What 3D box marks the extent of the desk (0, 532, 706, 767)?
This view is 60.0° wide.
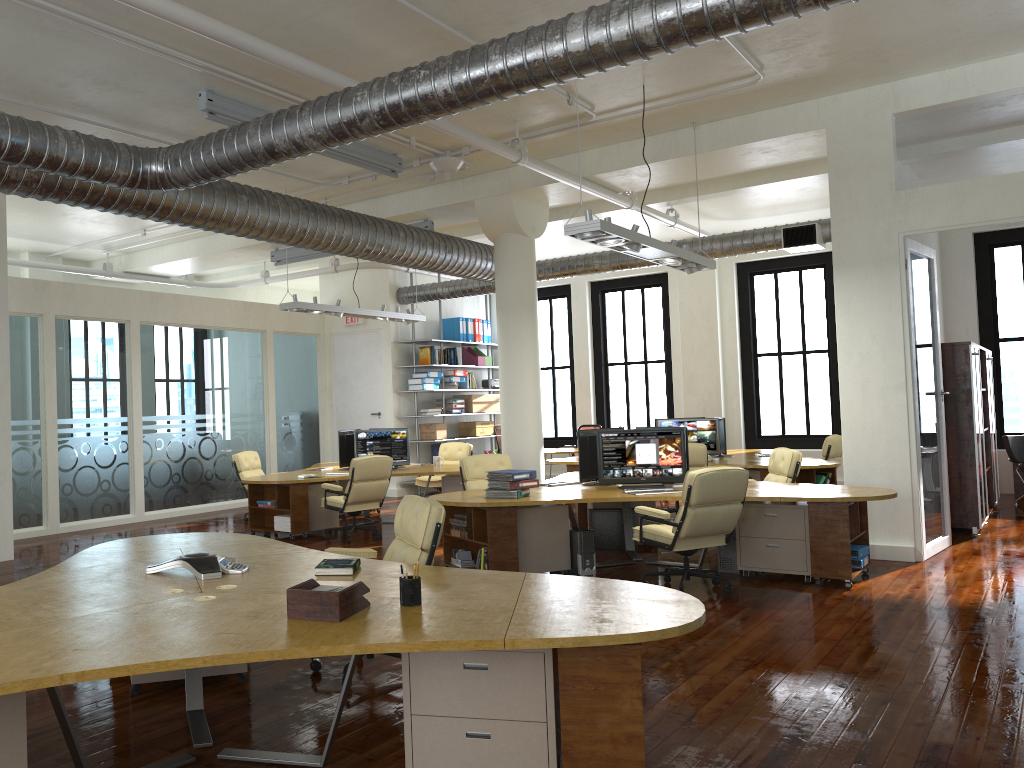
[{"bbox_3d":[-1.007,1.302,3.938,3.664,0.734,3.719,-2,-2,10],"label":"desk"}]

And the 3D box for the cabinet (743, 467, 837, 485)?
[{"bbox_3d":[3.344,1.355,11.023,0.834,0.709,0.943,-1,-2,-21],"label":"cabinet"}]

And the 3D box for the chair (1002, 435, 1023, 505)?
[{"bbox_3d":[7.067,1.135,11.698,0.734,0.937,0.846,-1,-2,-26],"label":"chair"}]

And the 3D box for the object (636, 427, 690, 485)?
[{"bbox_3d":[1.474,0.696,8.702,0.273,0.552,0.859,-1,-2,-25],"label":"object"}]

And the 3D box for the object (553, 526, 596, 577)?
[{"bbox_3d":[0.545,1.523,8.081,0.167,0.411,0.516,-1,-2,-29],"label":"object"}]

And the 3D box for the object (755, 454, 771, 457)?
[{"bbox_3d":[3.527,0.988,12.327,0.241,0.016,0.452,-2,-1,11],"label":"object"}]

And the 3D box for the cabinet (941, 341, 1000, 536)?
[{"bbox_3d":[5.474,0.597,10.872,0.690,2.070,3.013,-3,-2,32],"label":"cabinet"}]

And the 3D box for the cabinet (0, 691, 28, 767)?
[{"bbox_3d":[-2.239,1.339,3.052,0.974,0.709,0.802,-3,-2,40],"label":"cabinet"}]

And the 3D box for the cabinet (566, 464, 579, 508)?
[{"bbox_3d":[1.255,1.470,12.793,0.926,0.709,0.851,-2,-2,9],"label":"cabinet"}]

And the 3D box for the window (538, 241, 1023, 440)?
[{"bbox_3d":[-0.049,0.288,0.923,77.365,14.084,43.853,-2,-2,19],"label":"window"}]

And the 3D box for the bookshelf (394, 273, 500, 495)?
[{"bbox_3d":[-0.923,-0.131,17.048,0.721,4.604,3.269,-3,-2,32],"label":"bookshelf"}]

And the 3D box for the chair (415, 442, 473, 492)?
[{"bbox_3d":[-1.041,1.408,13.488,0.789,1.021,0.704,-4,-2,44],"label":"chair"}]

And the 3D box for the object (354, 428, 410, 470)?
[{"bbox_3d":[-1.751,0.888,11.999,0.753,0.552,0.311,-1,-2,-23],"label":"object"}]

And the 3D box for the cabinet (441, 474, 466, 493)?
[{"bbox_3d":[-0.438,1.503,11.857,0.933,0.709,0.844,-2,-2,12],"label":"cabinet"}]

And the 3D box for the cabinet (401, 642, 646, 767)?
[{"bbox_3d":[0.052,1.277,3.645,0.928,0.709,0.849,-2,-2,10],"label":"cabinet"}]

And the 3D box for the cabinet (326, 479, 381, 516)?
[{"bbox_3d":[-2.461,1.618,13.703,0.840,0.709,0.937,-2,-2,-19],"label":"cabinet"}]

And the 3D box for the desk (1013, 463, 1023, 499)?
[{"bbox_3d":[7.700,1.236,11.857,1.765,0.695,1.456,-3,-2,34],"label":"desk"}]

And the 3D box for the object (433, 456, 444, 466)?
[{"bbox_3d":[-1.043,1.091,12.532,0.137,0.131,0.113,-2,-2,-14],"label":"object"}]

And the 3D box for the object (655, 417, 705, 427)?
[{"bbox_3d":[2.450,0.770,12.894,0.776,0.552,0.302,-2,-2,-12],"label":"object"}]

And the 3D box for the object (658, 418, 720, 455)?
[{"bbox_3d":[2.444,0.755,12.291,0.882,0.552,0.265,-3,-2,31],"label":"object"}]

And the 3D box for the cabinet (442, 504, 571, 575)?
[{"bbox_3d":[-0.043,1.393,8.070,0.826,0.709,0.950,-1,-2,-26],"label":"cabinet"}]

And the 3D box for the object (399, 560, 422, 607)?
[{"bbox_3d":[-0.419,0.818,3.652,0.097,0.185,0.080,-4,-2,43],"label":"object"}]

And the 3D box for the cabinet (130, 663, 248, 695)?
[{"bbox_3d":[-2.021,1.392,5.434,0.835,0.709,0.942,-1,-2,-21],"label":"cabinet"}]

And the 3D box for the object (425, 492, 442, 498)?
[{"bbox_3d":[-1.018,1.671,11.825,0.189,0.411,0.456,-3,-2,10],"label":"object"}]

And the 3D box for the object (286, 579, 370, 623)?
[{"bbox_3d":[-0.733,0.857,3.564,0.242,0.116,0.289,-2,-2,18],"label":"object"}]

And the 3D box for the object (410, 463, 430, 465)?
[{"bbox_3d":[-1.441,1.172,12.977,0.523,0.016,0.207,-3,-2,39],"label":"object"}]

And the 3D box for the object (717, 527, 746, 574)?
[{"bbox_3d":[2.031,1.472,8.053,0.198,0.411,0.435,-3,-2,33],"label":"object"}]

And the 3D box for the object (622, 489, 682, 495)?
[{"bbox_3d":[1.249,0.949,7.819,0.457,0.016,0.238,-2,-2,-13],"label":"object"}]

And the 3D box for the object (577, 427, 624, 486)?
[{"bbox_3d":[0.898,0.718,8.820,0.321,0.552,0.729,-4,-2,44],"label":"object"}]

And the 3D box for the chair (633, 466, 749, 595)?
[{"bbox_3d":[1.438,1.164,7.197,0.658,1.021,0.846,-1,-2,-32],"label":"chair"}]

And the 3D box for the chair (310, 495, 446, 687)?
[{"bbox_3d":[-0.823,1.191,5.279,0.746,1.021,0.750,-2,-2,-16],"label":"chair"}]

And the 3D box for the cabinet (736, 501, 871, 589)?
[{"bbox_3d":[2.486,1.297,7.617,0.975,0.709,0.802,-3,-2,34],"label":"cabinet"}]

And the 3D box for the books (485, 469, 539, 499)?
[{"bbox_3d":[-0.042,0.891,7.905,0.415,0.227,0.456,0,-2,-45],"label":"books"}]

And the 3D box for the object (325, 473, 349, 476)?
[{"bbox_3d":[-2.153,1.154,11.354,0.481,0.016,0.227,-2,-1,2],"label":"object"}]

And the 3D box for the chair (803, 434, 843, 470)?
[{"bbox_3d":[4.102,1.200,12.107,0.858,1.021,0.647,-3,-2,39],"label":"chair"}]

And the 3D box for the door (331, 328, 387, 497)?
[{"bbox_3d":[-2.815,0.536,16.328,1.359,3.030,0.087,-3,-2,35],"label":"door"}]

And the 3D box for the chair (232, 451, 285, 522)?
[{"bbox_3d":[-3.569,1.476,12.814,0.835,1.021,0.668,-3,-2,19],"label":"chair"}]

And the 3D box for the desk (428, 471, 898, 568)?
[{"bbox_3d":[1.201,1.355,8.931,3.995,0.734,3.415,-2,-1,5],"label":"desk"}]

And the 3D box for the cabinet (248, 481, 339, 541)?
[{"bbox_3d":[-2.763,1.568,11.345,0.974,0.709,0.802,-3,-2,41],"label":"cabinet"}]

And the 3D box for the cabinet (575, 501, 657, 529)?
[{"bbox_3d":[1.194,1.400,9.955,0.907,0.709,0.870,-2,-2,4],"label":"cabinet"}]

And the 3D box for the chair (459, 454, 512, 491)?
[{"bbox_3d":[-0.122,1.278,9.619,0.665,1.021,0.838,-1,-2,-27],"label":"chair"}]

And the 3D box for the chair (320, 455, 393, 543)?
[{"bbox_3d":[-1.883,1.366,10.721,0.859,1.021,0.646,-4,-2,44],"label":"chair"}]

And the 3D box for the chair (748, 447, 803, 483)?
[{"bbox_3d":[2.544,1.179,9.219,0.799,1.021,0.701,-2,-2,4],"label":"chair"}]

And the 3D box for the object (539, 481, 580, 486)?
[{"bbox_3d":[0.466,1.005,8.969,0.430,0.016,0.252,-1,-2,-40],"label":"object"}]

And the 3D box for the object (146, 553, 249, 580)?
[{"bbox_3d":[-1.610,0.926,4.639,0.564,0.093,0.395,-3,-2,29],"label":"object"}]

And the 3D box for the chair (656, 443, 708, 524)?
[{"bbox_3d":[2.112,1.247,11.326,0.733,1.021,0.764,-2,-2,3],"label":"chair"}]

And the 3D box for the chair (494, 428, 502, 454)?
[{"bbox_3d":[0.075,1.378,16.344,0.836,1.158,0.655,-4,-2,38],"label":"chair"}]

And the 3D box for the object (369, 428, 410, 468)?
[{"bbox_3d":[-1.737,0.903,12.576,0.889,0.552,0.263,-4,-2,44],"label":"object"}]

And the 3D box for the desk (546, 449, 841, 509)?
[{"bbox_3d":[2.928,1.393,12.686,4.277,0.734,3.162,-3,-2,40],"label":"desk"}]

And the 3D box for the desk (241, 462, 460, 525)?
[{"bbox_3d":[-2.047,1.560,12.684,3.704,0.734,3.678,-1,-2,-17],"label":"desk"}]

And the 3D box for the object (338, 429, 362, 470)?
[{"bbox_3d":[-2.263,0.917,12.449,0.310,0.552,0.756,-3,-2,16],"label":"object"}]

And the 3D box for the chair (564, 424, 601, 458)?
[{"bbox_3d":[1.340,1.336,16.375,0.798,1.158,0.685,-4,-2,43],"label":"chair"}]

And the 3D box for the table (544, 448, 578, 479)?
[{"bbox_3d":[0.744,1.545,15.737,1.363,0.745,1.603,-1,-2,-30],"label":"table"}]

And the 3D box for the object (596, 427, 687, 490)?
[{"bbox_3d":[1.207,0.693,8.234,0.818,0.552,0.287,-2,-2,3],"label":"object"}]

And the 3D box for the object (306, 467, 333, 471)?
[{"bbox_3d":[-2.723,1.204,12.545,0.241,0.016,0.452,-2,-1,11],"label":"object"}]

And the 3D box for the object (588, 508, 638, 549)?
[{"bbox_3d":[1.066,1.540,9.443,0.494,0.411,0.175,-2,-2,8],"label":"object"}]

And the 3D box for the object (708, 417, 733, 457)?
[{"bbox_3d":[2.945,0.744,12.516,0.301,0.552,0.781,-2,-2,5],"label":"object"}]
